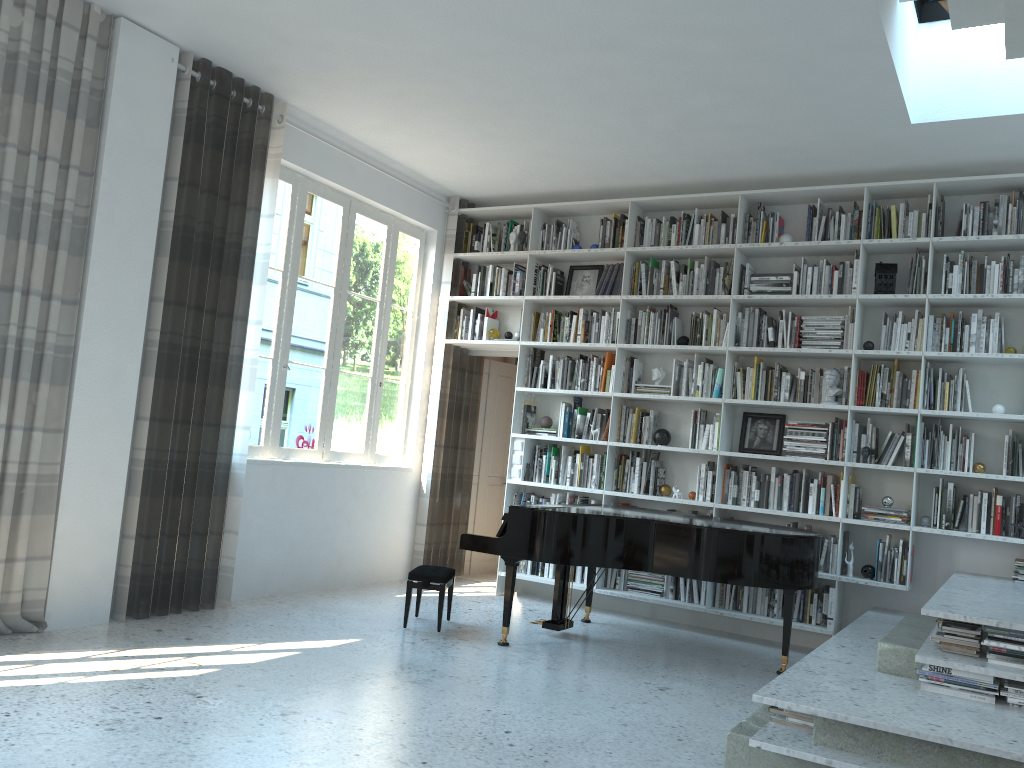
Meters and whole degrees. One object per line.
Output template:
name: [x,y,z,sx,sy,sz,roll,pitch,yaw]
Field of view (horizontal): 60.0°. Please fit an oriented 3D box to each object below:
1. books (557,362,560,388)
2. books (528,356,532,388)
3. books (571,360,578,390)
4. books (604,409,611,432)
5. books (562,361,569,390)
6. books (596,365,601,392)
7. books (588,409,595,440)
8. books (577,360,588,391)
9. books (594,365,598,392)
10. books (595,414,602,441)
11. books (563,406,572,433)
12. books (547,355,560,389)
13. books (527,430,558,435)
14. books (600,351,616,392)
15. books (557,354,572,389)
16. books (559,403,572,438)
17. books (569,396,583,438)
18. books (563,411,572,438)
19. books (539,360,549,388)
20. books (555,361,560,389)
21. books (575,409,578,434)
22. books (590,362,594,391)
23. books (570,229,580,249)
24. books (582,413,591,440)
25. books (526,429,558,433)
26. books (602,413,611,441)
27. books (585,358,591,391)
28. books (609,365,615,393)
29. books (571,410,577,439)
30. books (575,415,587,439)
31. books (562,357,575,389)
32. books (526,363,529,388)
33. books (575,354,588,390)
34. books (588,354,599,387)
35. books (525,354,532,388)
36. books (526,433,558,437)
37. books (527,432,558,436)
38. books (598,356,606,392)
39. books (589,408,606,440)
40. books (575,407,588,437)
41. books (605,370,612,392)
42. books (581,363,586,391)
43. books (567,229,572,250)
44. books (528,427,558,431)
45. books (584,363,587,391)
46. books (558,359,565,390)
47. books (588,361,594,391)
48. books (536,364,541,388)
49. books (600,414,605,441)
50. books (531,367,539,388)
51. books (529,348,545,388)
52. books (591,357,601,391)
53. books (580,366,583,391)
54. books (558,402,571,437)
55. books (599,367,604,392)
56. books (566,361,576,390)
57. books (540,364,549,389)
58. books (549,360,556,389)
books: [0.407,-0.051,7.082,0.014,0.229,0.148,3,-4,30]
books: [0.186,-0.082,7.197,0.027,0.266,0.176,3,-4,30]
books: [0.530,-0.056,7.031,0.047,0.256,0.142,3,-4,30]
books: [0.754,0.324,6.843,0.021,0.251,0.154,3,-4,30]
books: [0.457,-0.053,7.043,0.024,0.237,0.167,3,-4,30]
books: [0.701,-0.030,6.925,0.021,0.220,0.148,3,-4,30]
books: [0.641,0.323,6.917,0.013,0.241,0.141,3,-4,30]
books: [0.567,-0.055,7.001,0.021,0.256,0.156,3,-4,30]
books: [0.685,-0.029,6.929,0.012,0.217,0.160,3,-4,30]
books: [0.700,0.341,6.857,0.030,0.207,0.172,3,-4,30]
books: [0.457,0.306,7.019,0.031,0.255,0.143,3,-4,30]
books: [0.343,-0.080,7.126,0.023,0.281,0.174,3,-4,30]
books: [0.272,0.393,7.112,0.254,0.012,0.161,3,-5,27]
books: [0.750,-0.080,6.892,0.035,0.325,0.170,3,-4,30]
books: [0.420,-0.082,7.075,0.011,0.293,0.183,3,-4,30]
books: [0.430,0.295,7.027,0.024,0.272,0.150,3,-4,30]
books: [0.506,0.269,7.000,0.011,0.335,0.153,3,-4,30]
books: [0.466,0.328,6.977,0.029,0.208,0.189,3,-4,30]
books: [0.273,-0.062,7.150,0.022,0.235,0.177,3,-4,30]
books: [0.390,-0.057,7.114,0.049,0.242,0.139,3,-4,30]
books: [0.542,0.314,6.973,0.022,0.248,0.129,3,-4,30]
books: [0.663,-0.042,6.960,0.028,0.242,0.131,3,-4,30]
books: [0.508,-1.134,7.171,0.013,0.210,0.136,3,-4,30]
books: [0.610,0.335,6.934,0.056,0.214,0.143,3,-4,30]
books: [0.272,0.381,7.111,0.285,0.012,0.159,3,-5,34]
books: [0.780,0.309,6.784,0.082,0.276,0.228,3,-4,30]
books: [0.619,-0.061,6.964,0.012,0.272,0.145,3,-4,30]
books: [0.801,-0.026,6.860,0.031,0.223,0.145,3,-4,30]
books: [0.522,0.322,6.992,0.030,0.231,0.148,3,-4,30]
books: [0.556,0.341,6.926,0.029,0.190,0.189,3,-4,30]
books: [0.452,-0.069,7.067,0.011,0.270,0.158,3,-4,30]
books: [0.171,-0.053,7.221,0.026,0.209,0.155,3,-4,30]
books: [0.549,-0.079,7.002,0.013,0.299,0.152,3,-4,30]
books: [0.638,-0.074,6.973,0.011,0.304,0.130,3,-4,30]
books: [0.163,-0.091,7.241,0.012,0.285,0.159,3,-4,30]
books: [0.270,0.417,7.111,0.285,0.012,0.159,3,-5,33]
books: [0.273,0.406,7.115,0.254,0.012,0.161,3,-5,31]
books: [0.722,-0.064,6.922,0.015,0.292,0.144,3,-4,30]
books: [0.666,0.316,6.887,0.060,0.255,0.158,3,-4,30]
books: [0.547,0.312,6.949,0.011,0.250,0.172,3,-4,30]
books: [0.773,-0.008,6.874,0.030,0.183,0.152,3,-4,30]
books: [0.591,-0.041,6.970,0.013,0.229,0.177,3,-4,30]
books: [0.491,-1.132,7.168,0.014,0.201,0.171,3,-4,30]
books: [0.277,0.369,7.117,0.254,0.012,0.161,3,-5,31]
books: [0.608,-0.039,6.973,0.013,0.227,0.152,3,-4,30]
books: [0.428,-0.060,7.059,0.021,0.247,0.189,3,-4,30]
books: [0.642,-0.048,6.962,0.011,0.251,0.139,3,-4,30]
books: [0.253,-0.048,7.180,0.042,0.208,0.143,3,-4,30]
books: [0.729,0.343,6.851,0.027,0.209,0.144,3,-4,30]
books: [0.221,-0.038,7.175,0.037,0.182,0.189,3,-4,30]
books: [0.204,-0.115,7.187,0.012,0.333,0.185,3,-4,30]
books: [0.669,-0.060,6.925,0.015,0.275,0.157,3,-4,30]
books: [0.583,-0.029,6.990,0.021,0.205,0.130,3,-4,30]
books: [0.416,0.288,7.037,0.012,0.285,0.159,3,-4,30]
books: [0.722,-0.021,6.899,0.013,0.203,0.161,3,-4,30]
books: [0.490,-0.053,7.033,0.023,0.242,0.184,3,-4,30]
books: [0.289,-0.046,7.128,0.028,0.203,0.188,3,-4,30]
books: [0.352,-0.063,7.109,0.011,0.246,0.176,3,-4,30]
